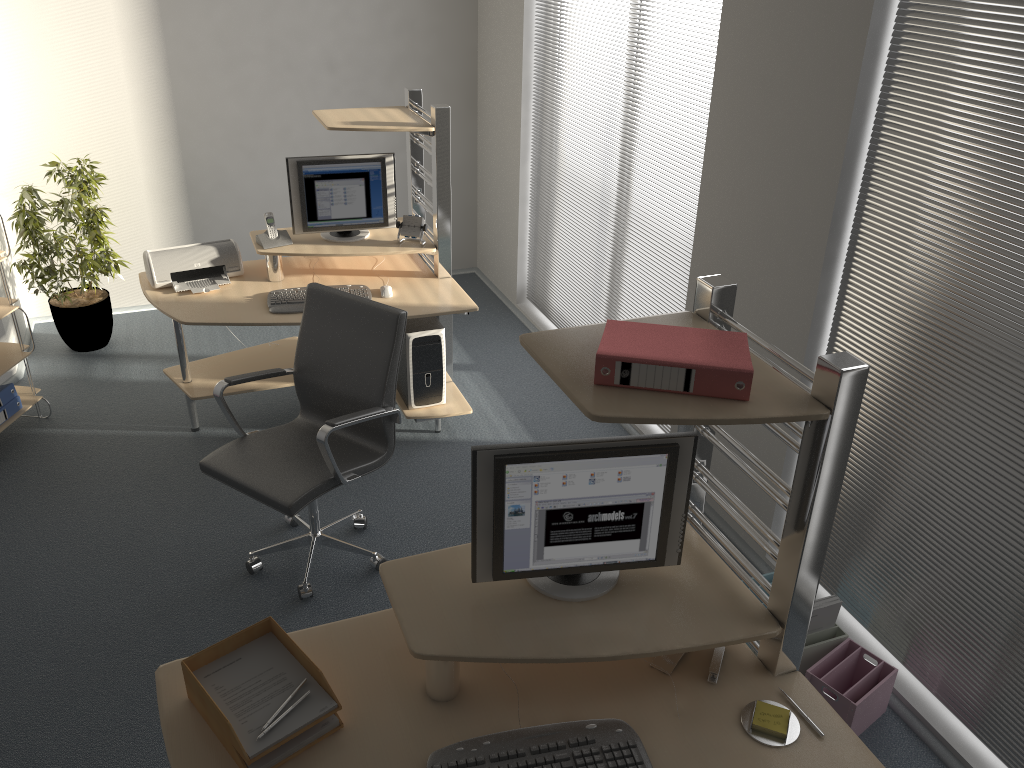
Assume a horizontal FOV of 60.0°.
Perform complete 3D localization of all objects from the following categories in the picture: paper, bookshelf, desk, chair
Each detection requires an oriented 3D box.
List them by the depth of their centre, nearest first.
[{"bbox_3d":[-0.004,0.737,1.963,1.469,1.566,0.967,-9,30,-19],"label":"desk"},{"bbox_3d":[-0.562,0.687,1.989,0.210,0.010,0.297,-22,36,-37],"label":"paper"},{"bbox_3d":[-0.563,0.733,2.013,0.210,0.019,0.297,-22,36,-37],"label":"paper"},{"bbox_3d":[-0.780,0.243,3.414,0.584,1.048,0.652,19,33,30],"label":"chair"},{"bbox_3d":[-2.573,-0.393,3.982,0.381,1.572,0.724,4,28,5],"label":"bookshelf"},{"bbox_3d":[-1.009,-0.502,4.257,1.469,1.566,0.967,-9,30,-19],"label":"desk"}]

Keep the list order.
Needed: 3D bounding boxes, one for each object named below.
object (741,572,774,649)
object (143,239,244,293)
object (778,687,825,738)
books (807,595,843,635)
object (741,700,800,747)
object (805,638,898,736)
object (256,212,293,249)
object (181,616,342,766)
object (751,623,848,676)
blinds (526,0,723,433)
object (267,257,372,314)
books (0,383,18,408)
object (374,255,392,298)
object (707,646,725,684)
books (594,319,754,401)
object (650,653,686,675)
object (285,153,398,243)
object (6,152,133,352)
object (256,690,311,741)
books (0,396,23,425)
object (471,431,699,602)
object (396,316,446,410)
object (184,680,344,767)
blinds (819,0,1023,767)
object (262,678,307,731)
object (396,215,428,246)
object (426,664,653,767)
[{"bbox_3d":[0.937,0.847,3.273,0.245,0.202,0.185,-9,30,-19],"label":"object"},{"bbox_3d":[-1.524,-0.567,4.290,0.438,0.162,0.351,-14,31,-26],"label":"object"},{"bbox_3d":[0.666,0.756,2.050,0.011,0.011,0.158,-11,30,-22],"label":"object"},{"bbox_3d":[1.010,0.874,3.076,0.220,0.306,0.068,-9,30,-19],"label":"books"},{"bbox_3d":[0.589,0.763,2.017,0.132,0.026,0.132,-9,30,-19],"label":"object"},{"bbox_3d":[1.110,1.025,2.945,0.245,0.202,0.185,-20,34,-34],"label":"object"},{"bbox_3d":[-1.175,-0.760,4.344,0.150,0.151,0.119,-17,33,-31],"label":"object"},{"bbox_3d":[-0.562,0.672,1.982,0.225,0.060,0.309,-22,36,-37],"label":"object"},{"bbox_3d":[1.003,0.929,3.121,0.245,0.202,0.185,-9,30,-19],"label":"object"},{"bbox_3d":[0.491,-1.359,4.464,0.037,2.749,1.950,-9,30,-19],"label":"blinds"},{"bbox_3d":[-0.963,-0.506,4.398,0.478,0.082,0.814,-5,29,-12],"label":"object"},{"bbox_3d":[-2.582,0.103,4.230,0.263,0.100,0.320,4,28,6],"label":"books"},{"bbox_3d":[-0.656,-0.573,4.533,0.168,0.088,0.742,-8,29,-17],"label":"object"},{"bbox_3d":[0.502,0.672,2.169,0.022,0.042,0.134,11,29,18],"label":"object"},{"bbox_3d":[0.356,-0.070,1.945,0.320,0.072,0.262,6,28,9],"label":"books"},{"bbox_3d":[0.407,0.640,2.201,0.054,0.064,0.159,20,33,31],"label":"object"},{"bbox_3d":[-0.835,-0.945,4.422,0.516,0.418,0.245,-2,28,-6],"label":"object"},{"bbox_3d":[-2.512,-0.738,5.101,0.544,1.147,0.644,5,28,6],"label":"object"},{"bbox_3d":[-0.494,0.717,1.918,0.008,0.009,0.159,18,32,28],"label":"object"},{"bbox_3d":[-2.574,0.152,4.255,0.262,0.072,0.320,4,28,6],"label":"books"},{"bbox_3d":[0.165,0.284,2.147,0.516,0.418,0.245,2,28,0],"label":"object"},{"bbox_3d":[-0.500,-0.165,4.568,0.199,0.422,0.471,-9,30,-19],"label":"object"},{"bbox_3d":[-0.564,0.722,2.008,0.225,0.060,0.309,-22,36,-37],"label":"object"},{"bbox_3d":[1.500,-0.117,2.165,0.022,2.770,1.950,-9,30,-19],"label":"blinds"},{"bbox_3d":[-0.499,0.703,1.944,0.008,0.009,0.159,13,30,21],"label":"object"},{"bbox_3d":[-0.494,-0.766,4.400,0.154,0.135,0.093,9,29,13],"label":"object"},{"bbox_3d":[0.001,0.731,2.105,0.478,0.082,0.814,-5,29,-12],"label":"object"}]
